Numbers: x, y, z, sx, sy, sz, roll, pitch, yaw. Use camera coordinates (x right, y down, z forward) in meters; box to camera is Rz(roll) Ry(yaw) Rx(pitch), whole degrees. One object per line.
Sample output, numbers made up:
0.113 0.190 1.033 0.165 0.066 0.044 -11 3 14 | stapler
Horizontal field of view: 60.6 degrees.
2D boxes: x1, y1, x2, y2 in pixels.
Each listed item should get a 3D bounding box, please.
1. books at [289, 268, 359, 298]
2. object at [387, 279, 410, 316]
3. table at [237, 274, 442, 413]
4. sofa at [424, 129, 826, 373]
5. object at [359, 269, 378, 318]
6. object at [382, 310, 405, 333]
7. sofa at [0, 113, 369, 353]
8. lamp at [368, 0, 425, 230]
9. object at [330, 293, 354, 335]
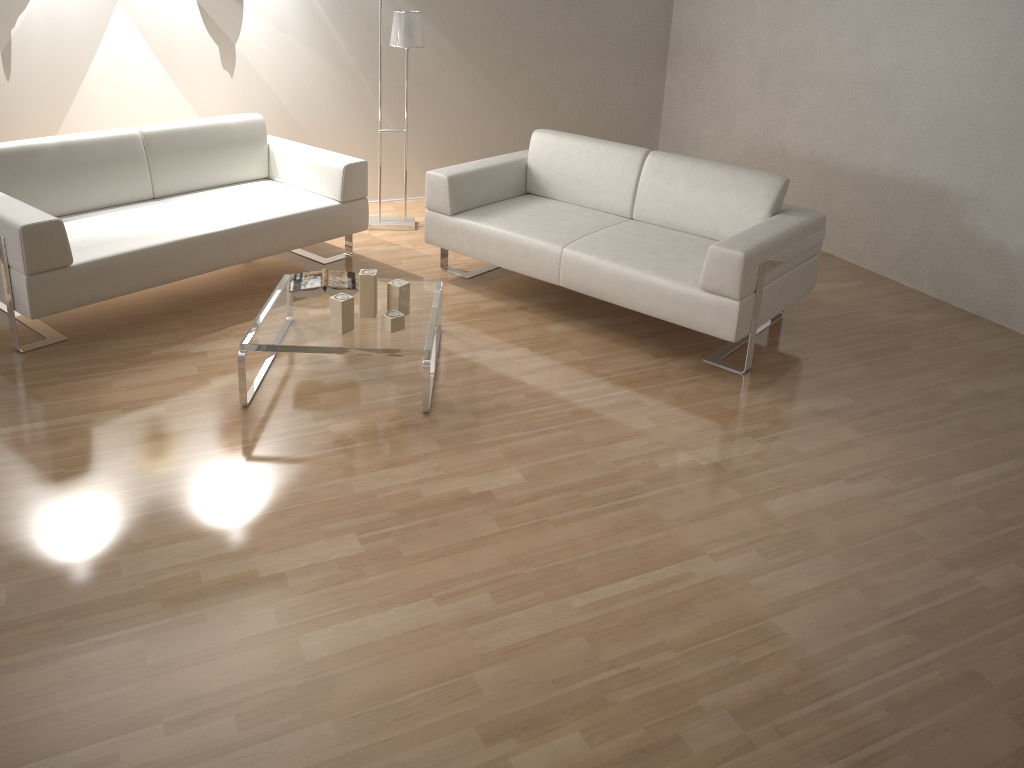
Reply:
-0.797 -0.432 3.735 0.292 0.053 0.215 -2 26 -11 | books
-0.454 -0.348 3.502 0.068 0.143 0.069 16 24 30 | object
-0.660 -0.193 3.594 0.700 0.237 0.840 2 26 -2 | table
0.509 -0.766 4.361 1.827 0.702 0.933 22 30 34 | sofa
-0.570 -0.365 3.475 0.067 0.186 0.070 2 20 -2 | object
-0.458 -0.248 3.379 0.068 0.070 0.069 -16 29 -38 | object
-1.669 -0.852 4.300 0.928 0.702 1.838 20 30 33 | sofa
-0.706 -1.737 5.216 0.365 1.586 0.219 1 19 -7 | lamp
-0.646 -0.274 3.329 0.068 0.143 0.069 16 24 30 | object
